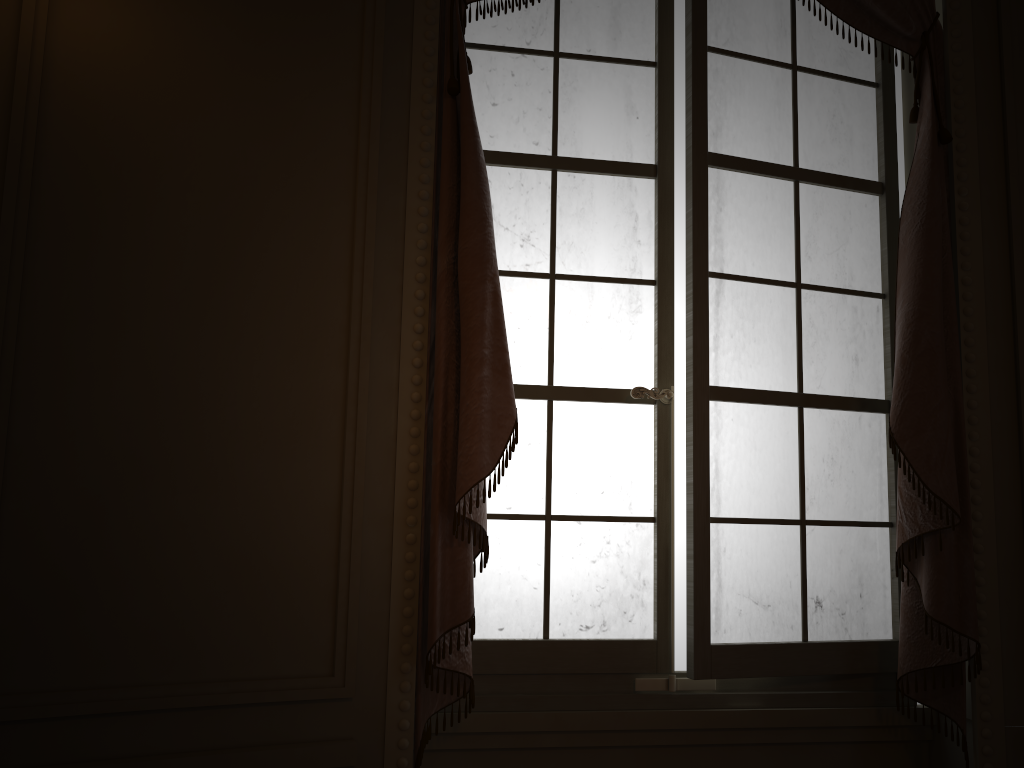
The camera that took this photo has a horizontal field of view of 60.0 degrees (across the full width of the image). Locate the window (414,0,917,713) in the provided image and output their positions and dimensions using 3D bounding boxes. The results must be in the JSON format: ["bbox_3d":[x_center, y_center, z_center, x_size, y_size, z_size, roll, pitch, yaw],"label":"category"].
[{"bbox_3d":[0.446,-0.592,2.366,1.318,2.823,0.153,2,-8,-9],"label":"window"}]

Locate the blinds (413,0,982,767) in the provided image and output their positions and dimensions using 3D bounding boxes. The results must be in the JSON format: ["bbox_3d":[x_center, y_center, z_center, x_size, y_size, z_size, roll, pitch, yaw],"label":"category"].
[{"bbox_3d":[0.479,-0.564,2.136,1.342,2.963,0.285,3,-8,-9],"label":"blinds"}]
